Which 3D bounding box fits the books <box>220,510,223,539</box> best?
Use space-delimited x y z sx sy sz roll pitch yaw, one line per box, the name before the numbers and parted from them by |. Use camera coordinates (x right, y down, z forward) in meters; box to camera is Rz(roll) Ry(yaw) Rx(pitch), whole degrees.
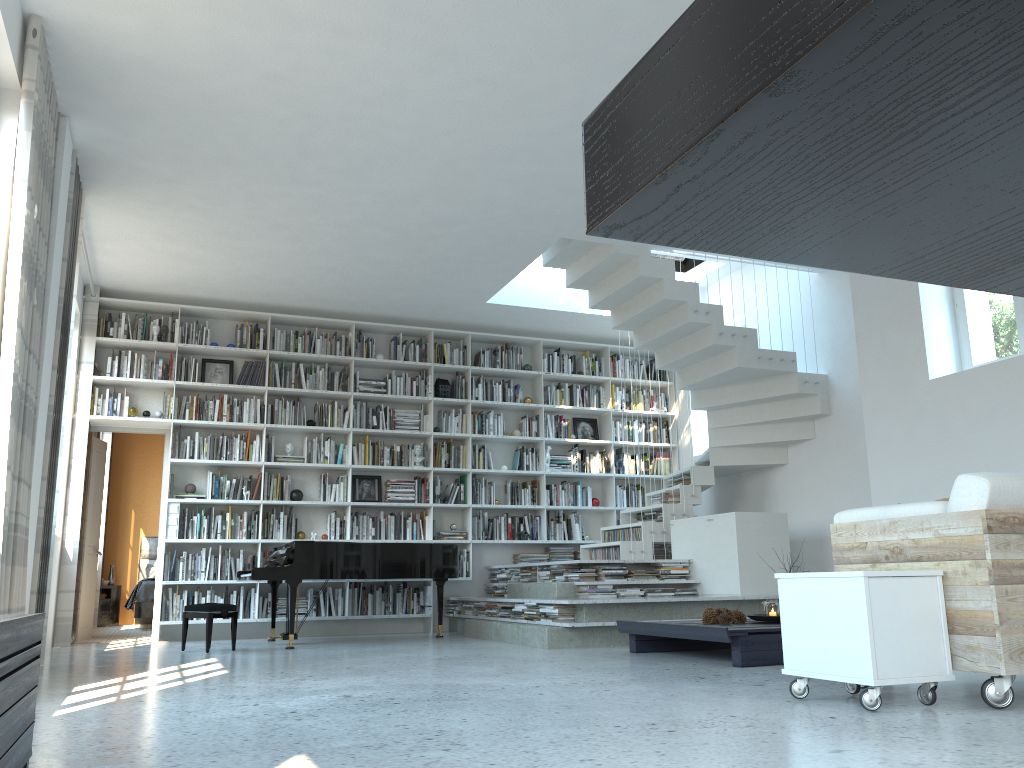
books | -2.758 1.342 8.415 0.014 0.281 0.150 4 -13 -21

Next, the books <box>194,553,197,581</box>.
books | -2.952 1.702 8.249 0.013 0.256 0.190 4 -13 -21

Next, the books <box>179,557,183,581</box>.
books | -3.064 1.712 8.201 0.022 0.220 0.188 4 -13 -21

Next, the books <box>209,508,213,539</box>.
books | -2.847 1.324 8.370 0.019 0.299 0.180 4 -13 -21

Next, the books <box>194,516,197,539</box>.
books | -2.974 1.357 8.317 0.015 0.216 0.180 4 -13 -21

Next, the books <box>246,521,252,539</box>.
books | -2.529 1.410 8.504 0.041 0.181 0.142 4 -13 -21

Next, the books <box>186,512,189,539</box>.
books | -3.044 1.337 8.316 0.022 0.256 0.142 4 -13 -21

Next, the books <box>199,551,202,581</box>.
books | -2.915 1.703 8.294 0.013 0.273 0.146 4 -13 -21

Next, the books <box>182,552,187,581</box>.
books | -3.043 1.693 8.221 0.029 0.265 0.172 4 -13 -21

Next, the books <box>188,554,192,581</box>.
books | -3.005 1.710 8.260 0.022 0.247 0.134 4 -13 -21

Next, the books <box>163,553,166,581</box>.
books | -3.206 1.691 8.173 0.012 0.253 0.161 4 -13 -21

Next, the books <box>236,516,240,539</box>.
books | -2.623 1.380 8.473 0.025 0.228 0.153 4 -13 -21

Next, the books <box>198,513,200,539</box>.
books | -2.941 1.344 8.326 0.009 0.244 0.185 4 -13 -21

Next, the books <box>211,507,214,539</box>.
books | -2.837 1.325 8.387 0.012 0.305 0.190 4 -13 -21

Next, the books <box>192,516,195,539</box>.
books | -2.992 1.358 8.323 0.015 0.218 0.176 4 -13 -21

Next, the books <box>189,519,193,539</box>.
books | -3.004 1.365 8.287 0.019 0.189 0.193 4 -13 -21

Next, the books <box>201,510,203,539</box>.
books | -2.927 1.335 8.359 0.009 0.277 0.158 4 -13 -21

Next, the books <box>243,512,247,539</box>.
books | -2.564 1.362 8.480 0.021 0.265 0.186 4 -13 -21

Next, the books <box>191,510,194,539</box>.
books | -3.001 1.326 8.320 0.008 0.279 0.164 4 -13 -21

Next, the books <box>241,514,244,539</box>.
books | -2.584 1.374 8.488 0.010 0.245 0.160 4 -13 -21

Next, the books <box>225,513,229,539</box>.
books | -2.713 1.360 8.431 0.026 0.253 0.177 4 -13 -21

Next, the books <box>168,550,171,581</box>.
books | -3.158 1.676 8.163 0.011 0.276 0.189 4 -13 -21

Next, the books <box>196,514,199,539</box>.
books | -2.957 1.347 8.334 0.014 0.242 0.171 4 -13 -21

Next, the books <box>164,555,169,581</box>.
books | -3.182 1.696 8.166 0.029 0.238 0.154 4 -13 -21

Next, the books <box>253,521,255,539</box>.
books | -2.491 1.414 8.534 0.023 0.186 0.130 4 -13 -21

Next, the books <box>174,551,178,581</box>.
books | -3.110 1.688 8.211 0.010 0.273 0.150 4 -13 -21

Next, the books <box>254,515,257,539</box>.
books | -2.466 1.383 8.522 0.010 0.239 0.175 4 -13 -21

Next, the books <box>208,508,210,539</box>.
books | -2.874 1.331 8.397 0.009 0.298 0.141 4 -13 -21

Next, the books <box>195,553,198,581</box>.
books | -2.939 1.704 8.248 0.010 0.252 0.178 4 -13 -21

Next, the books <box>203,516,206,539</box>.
books | -2.903 1.361 8.344 0.015 0.218 0.190 4 -13 -21

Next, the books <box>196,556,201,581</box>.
books | -2.926 1.720 8.265 0.028 0.228 0.158 4 -13 -21

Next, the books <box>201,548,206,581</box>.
books | -2.894 1.691 8.297 0.027 0.299 0.142 4 -13 -21

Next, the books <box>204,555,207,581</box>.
books | -2.876 1.725 8.300 0.012 0.232 0.149 4 -13 -21

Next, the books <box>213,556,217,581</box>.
books | -2.792 1.734 8.328 0.028 0.224 0.134 4 -13 -21

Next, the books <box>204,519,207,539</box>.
books | -2.886 1.376 8.343 0.016 0.188 0.184 4 -13 -21

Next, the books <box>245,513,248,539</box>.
books | -2.555 1.370 8.503 0.013 0.259 0.143 4 -13 -21

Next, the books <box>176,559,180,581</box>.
books | -3.094 1.726 8.210 0.024 0.197 0.148 4 -13 -21

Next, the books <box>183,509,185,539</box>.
books | -3.075 1.319 8.306 0.016 0.289 0.153 4 -13 -21

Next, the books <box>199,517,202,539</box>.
books | -2.941 1.368 8.355 0.016 0.210 0.146 4 -13 -21

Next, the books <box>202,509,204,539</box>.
books | -2.911 1.326 8.341 0.007 0.285 0.182 4 -13 -21

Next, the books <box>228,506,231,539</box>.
books | -2.693 1.327 8.444 0.021 0.322 0.172 4 -13 -21

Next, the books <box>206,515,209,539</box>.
books | -2.884 1.364 8.384 0.016 0.230 0.136 4 -13 -21

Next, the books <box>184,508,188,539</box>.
books | -3.058 1.316 8.306 0.014 0.293 0.172 4 -13 -21

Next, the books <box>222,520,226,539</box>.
books | -2.734 1.391 8.404 0.029 0.181 0.190 4 -13 -21

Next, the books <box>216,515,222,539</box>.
books | -2.778 1.367 8.404 0.027 0.229 0.159 4 -13 -21

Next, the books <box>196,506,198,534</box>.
books | -2.968 1.312 8.339 0.006 0.314 0.146 4 -13 -21

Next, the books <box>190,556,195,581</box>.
books | -2.969 1.717 8.236 0.028 0.222 0.189 4 -13 -21

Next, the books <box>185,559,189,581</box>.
books | -3.025 1.731 8.243 0.025 0.199 0.137 4 -13 -21

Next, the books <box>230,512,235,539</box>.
books | -2.667 1.357 8.439 0.028 0.260 0.181 4 -13 -21

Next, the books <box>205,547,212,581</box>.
books | -2.846 1.686 8.298 0.039 0.306 0.172 4 -13 -21

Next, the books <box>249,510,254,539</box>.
books | -2.497 1.357 8.507 0.014 0.285 0.179 4 -13 -21

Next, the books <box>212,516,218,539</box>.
books | -2.817 1.368 8.406 0.045 0.229 0.138 4 -13 -21

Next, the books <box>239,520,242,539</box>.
books | -2.601 1.400 8.481 0.023 0.193 0.140 4 -13 -21

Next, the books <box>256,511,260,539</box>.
books | -2.459 1.369 8.552 0.024 0.279 0.136 4 -13 -21

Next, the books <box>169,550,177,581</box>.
books | -3.132 1.677 8.182 0.052 0.283 0.172 4 -13 -21

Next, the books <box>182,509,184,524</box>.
books | -3.087 1.321 8.303 0.008 0.284 0.160 4 -13 -21

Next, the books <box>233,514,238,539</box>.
books | -2.643 1.366 8.452 0.028 0.248 0.159 4 -13 -21

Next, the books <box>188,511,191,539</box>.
books | -3.023 1.331 8.305 0.007 0.263 0.177 4 -13 -21

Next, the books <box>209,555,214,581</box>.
books | -2.821 1.726 8.323 0.031 0.238 0.132 4 -13 -21
